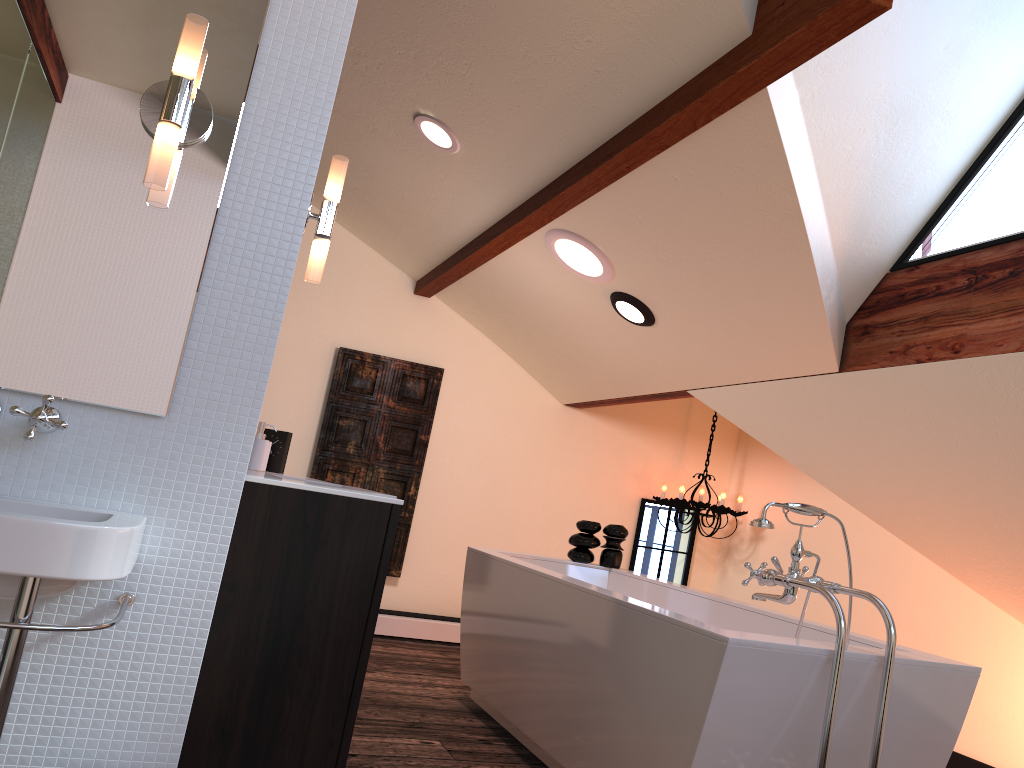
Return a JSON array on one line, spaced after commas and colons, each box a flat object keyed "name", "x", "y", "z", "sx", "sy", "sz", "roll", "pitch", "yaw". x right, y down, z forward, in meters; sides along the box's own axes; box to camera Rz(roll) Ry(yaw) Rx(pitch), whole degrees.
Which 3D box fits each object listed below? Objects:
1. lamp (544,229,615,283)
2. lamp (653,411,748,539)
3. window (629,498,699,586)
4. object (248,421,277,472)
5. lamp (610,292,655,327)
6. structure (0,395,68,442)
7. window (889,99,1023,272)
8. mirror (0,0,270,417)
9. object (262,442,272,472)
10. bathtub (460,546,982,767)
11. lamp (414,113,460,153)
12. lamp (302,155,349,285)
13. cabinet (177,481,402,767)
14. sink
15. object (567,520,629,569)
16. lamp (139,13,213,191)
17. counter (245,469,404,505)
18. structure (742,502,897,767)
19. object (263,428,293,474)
[{"name": "lamp", "x": 0.292, "y": -0.612, "z": 3.833, "sx": 0.330, "sy": 0.171, "sz": 0.370, "roll": 14, "pitch": -9, "yaw": -23}, {"name": "lamp", "x": 1.252, "y": 0.517, "z": 5.678, "sx": 0.541, "sy": 1.120, "sz": 0.618, "roll": 11, "pitch": -7, "yaw": -8}, {"name": "window", "x": 1.006, "y": 1.232, "z": 5.928, "sx": 0.450, "sy": 0.698, "sz": 0.046, "roll": 13, "pitch": -6, "yaw": -19}, {"name": "object", "x": -0.894, "y": 0.243, "z": 3.118, "sx": 0.080, "sy": 0.189, "sz": 0.074, "roll": 8, "pitch": -7, "yaw": 21}, {"name": "lamp", "x": 0.539, "y": -0.369, "z": 3.965, "sx": 0.214, "sy": 0.129, "sz": 0.246, "roll": 14, "pitch": -8, "yaw": -23}, {"name": "structure", "x": -0.895, "y": 0.057, "z": 1.461, "sx": 0.299, "sy": 0.122, "sz": 0.237, "roll": 13, "pitch": -8, "yaw": -19}, {"name": "window", "x": 1.096, "y": -1.122, "z": 1.223, "sx": 2.113, "sy": 0.673, "sz": 3.525, "roll": 13, "pitch": -9, "yaw": -19}, {"name": "mirror", "x": -0.815, "y": -0.617, "z": 1.637, "sx": 0.605, "sy": 1.271, "sz": 0.011, "roll": 13, "pitch": -6, "yaw": -19}, {"name": "object", "x": -0.925, "y": 0.289, "z": 3.234, "sx": 0.073, "sy": 0.122, "sz": 0.073, "roll": 13, "pitch": -7, "yaw": -24}, {"name": "bathtub", "x": 0.440, "y": 1.173, "z": 3.225, "sx": 0.801, "sy": 0.690, "sz": 2.220, "roll": 13, "pitch": -8, "yaw": -19}, {"name": "lamp", "x": -0.304, "y": -1.124, "z": 3.585, "sx": 0.207, "sy": 0.101, "sz": 0.229, "roll": 12, "pitch": -8, "yaw": -14}, {"name": "lamp", "x": -0.486, "y": -0.465, "z": 2.227, "sx": 0.083, "sy": 0.364, "sz": 0.131, "roll": 12, "pitch": -7, "yaw": -19}, {"name": "cabinet", "x": -0.814, "y": 0.799, "z": 2.844, "sx": 0.387, "sy": 0.919, "sz": 1.859, "roll": 13, "pitch": -8, "yaw": -19}, {"name": "sink", "x": -0.995, "y": 0.574, "z": 1.349, "sx": 0.683, "sy": 0.782, "sz": 0.346, "roll": 13, "pitch": -7, "yaw": -19}, {"name": "object", "x": 0.408, "y": 0.846, "z": 4.237, "sx": 0.276, "sy": 0.228, "sz": 0.157, "roll": 9, "pitch": -7, "yaw": 11}, {"name": "lamp", "x": -0.625, "y": -0.575, "z": 1.652, "sx": 0.132, "sy": 0.364, "sz": 0.083, "roll": 13, "pitch": -7, "yaw": -19}, {"name": "counter", "x": -0.730, "y": 0.487, "z": 2.887, "sx": 0.443, "sy": 0.295, "sz": 1.859, "roll": 13, "pitch": -9, "yaw": -19}, {"name": "structure", "x": 0.777, "y": 0.914, "z": 2.341, "sx": 0.384, "sy": 1.115, "sz": 0.556, "roll": 11, "pitch": -7, "yaw": -4}, {"name": "object", "x": -0.919, "y": 0.283, "z": 3.382, "sx": 0.116, "sy": 0.177, "sz": 0.067, "roll": 10, "pitch": -6, "yaw": 4}]
